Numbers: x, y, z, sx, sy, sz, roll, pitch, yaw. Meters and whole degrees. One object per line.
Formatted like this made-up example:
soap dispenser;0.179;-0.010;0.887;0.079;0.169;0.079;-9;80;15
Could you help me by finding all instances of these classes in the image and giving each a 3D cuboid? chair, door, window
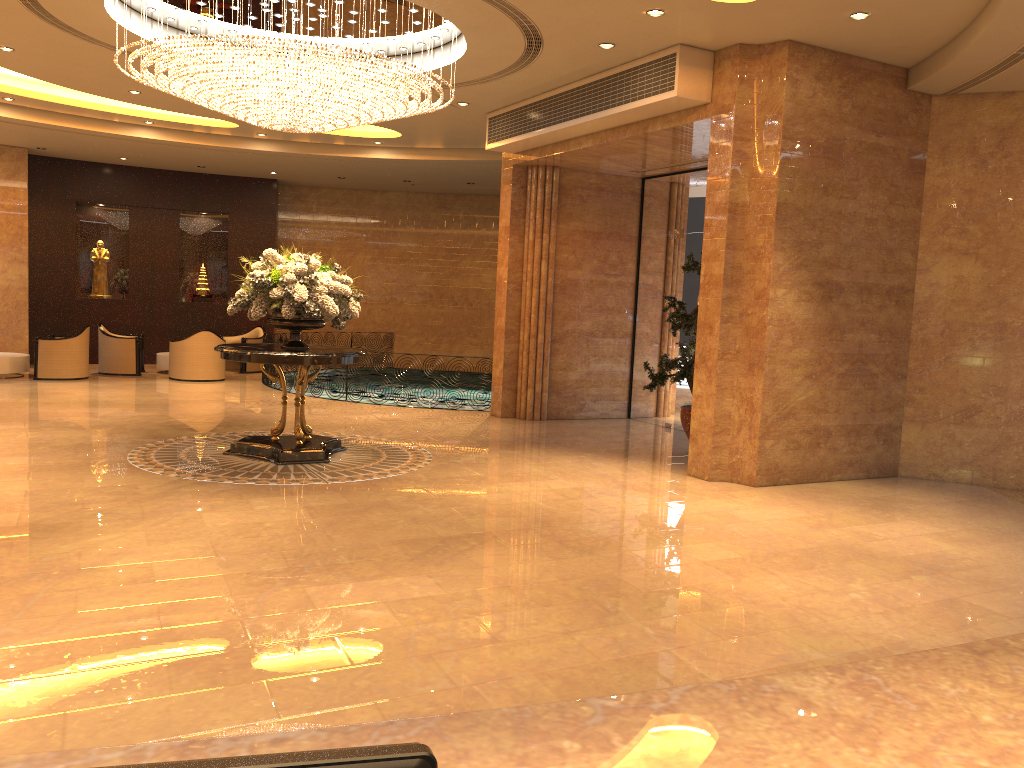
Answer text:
chair;-5.534;-0.527;15.723;0.951;0.916;0.769;-1;6;-33
chair;-5.360;-0.716;17.801;0.951;0.916;0.769;7;7;37
door;2.641;-0.673;11.613;0.195;2.758;1.880;0;6;-28
chair;-7.569;-0.556;14.999;0.769;0.916;0.951;1;6;-13
chair;-7.139;-0.648;16.190;0.769;0.916;0.951;1;6;-18
window;2.658;-1.048;11.578;0.047;3.571;3.515;0;6;-28

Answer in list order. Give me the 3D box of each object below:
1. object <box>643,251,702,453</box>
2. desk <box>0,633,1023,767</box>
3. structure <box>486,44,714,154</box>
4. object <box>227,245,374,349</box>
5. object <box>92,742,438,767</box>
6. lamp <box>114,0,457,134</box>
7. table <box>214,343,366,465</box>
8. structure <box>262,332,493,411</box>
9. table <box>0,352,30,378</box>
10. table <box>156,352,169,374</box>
object;2.158;-0.371;10.314;0.843;2.363;1.250;8;7;42
desk;-3.591;0.817;1.296;12.951;1.155;3.466;3;5;6
structure;0.803;-3.204;10.333;0.425;0.483;4.113;0;6;-28
object;-2.188;-0.862;8.953;1.277;0.999;1.318;3;5;2
object;-0.333;0.435;0.389;0.531;0.500;0.430;5;6;22
lamp;-2.160;-3.099;8.730;3.206;1.196;3.204;4;5;9
table;-2.269;0.171;9.069;1.493;1.089;1.493;-1;7;-35
structure;-2.739;-0.336;16.676;3.815;0.995;7.624;2;6;-10
table;-8.745;-0.315;14.835;1.196;0.354;1.196;3;5;-2
table;-6.147;-0.390;16.938;1.196;0.354;1.196;3;5;-1
